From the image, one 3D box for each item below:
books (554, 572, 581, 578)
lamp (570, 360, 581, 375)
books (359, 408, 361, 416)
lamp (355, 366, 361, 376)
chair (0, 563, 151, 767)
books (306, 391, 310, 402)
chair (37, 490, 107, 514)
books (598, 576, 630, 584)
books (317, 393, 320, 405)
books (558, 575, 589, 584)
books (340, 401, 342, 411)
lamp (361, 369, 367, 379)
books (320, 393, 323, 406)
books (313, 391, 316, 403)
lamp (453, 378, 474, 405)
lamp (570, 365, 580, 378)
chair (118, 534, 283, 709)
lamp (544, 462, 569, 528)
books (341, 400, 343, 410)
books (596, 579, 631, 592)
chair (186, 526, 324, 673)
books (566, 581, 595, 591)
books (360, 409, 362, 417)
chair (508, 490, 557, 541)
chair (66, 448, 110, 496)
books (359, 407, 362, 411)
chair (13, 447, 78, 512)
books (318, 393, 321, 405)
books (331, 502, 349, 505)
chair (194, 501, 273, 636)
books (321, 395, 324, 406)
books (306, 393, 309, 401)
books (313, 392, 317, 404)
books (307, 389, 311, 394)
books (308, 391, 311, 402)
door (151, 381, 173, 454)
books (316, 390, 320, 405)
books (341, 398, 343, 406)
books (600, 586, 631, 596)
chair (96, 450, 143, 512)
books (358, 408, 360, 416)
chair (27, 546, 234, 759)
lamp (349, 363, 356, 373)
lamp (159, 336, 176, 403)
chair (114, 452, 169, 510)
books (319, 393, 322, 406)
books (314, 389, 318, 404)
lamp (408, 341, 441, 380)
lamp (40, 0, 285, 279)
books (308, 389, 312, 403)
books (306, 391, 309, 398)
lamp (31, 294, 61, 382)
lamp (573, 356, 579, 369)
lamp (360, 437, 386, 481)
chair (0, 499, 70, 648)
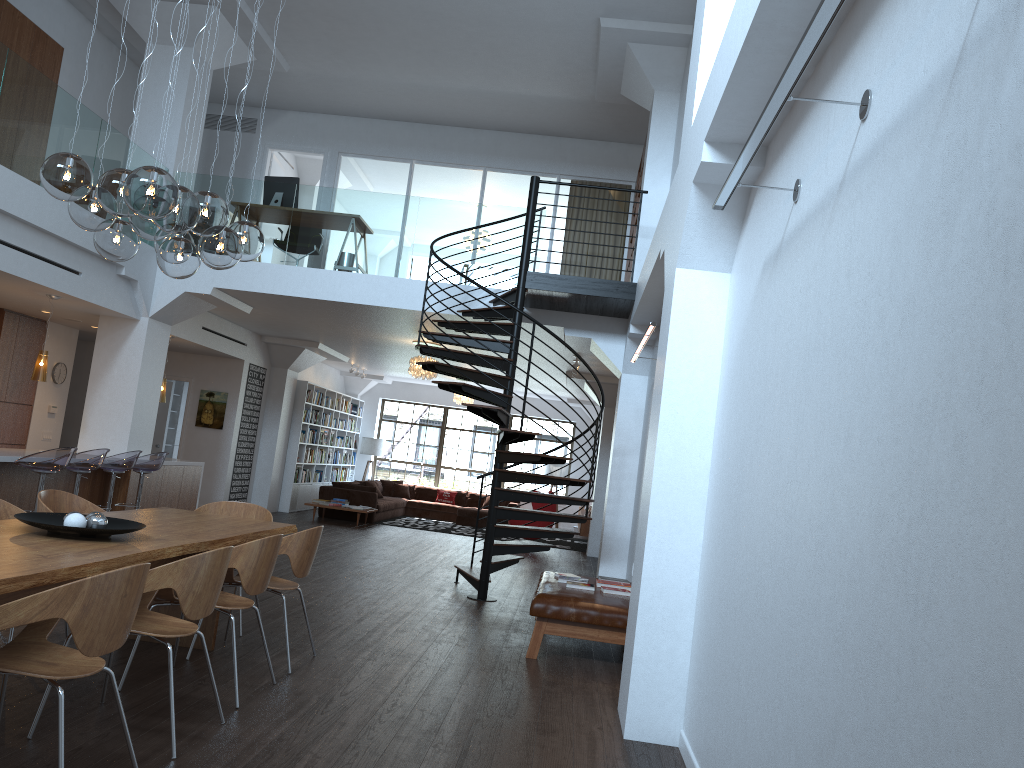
[{"bbox_3d":[0.478,1.662,7.672,0.161,0.031,0.223,9,-6,-18],"label":"books"},{"bbox_3d":[0.938,-0.243,13.021,0.120,0.211,0.111,11,-7,-36],"label":"lamp"},{"bbox_3d":[-3.590,0.652,20.597,0.136,0.196,0.045,7,-5,4],"label":"books"},{"bbox_3d":[-3.219,-0.262,18.517,0.120,0.211,0.111,11,-7,-36],"label":"lamp"},{"bbox_3d":[-1.663,1.018,3.134,0.618,0.833,0.629,7,-5,4],"label":"chair"},{"bbox_3d":[-3.864,0.230,16.529,0.161,0.218,0.101,7,-5,4],"label":"books"},{"bbox_3d":[-2.684,1.110,5.527,0.618,0.833,0.629,7,-5,3],"label":"chair"},{"bbox_3d":[0.883,1.709,7.681,0.254,0.044,0.183,7,-5,-1],"label":"books"},{"bbox_3d":[-3.818,0.280,17.152,0.159,0.248,0.089,7,-5,4],"label":"books"},{"bbox_3d":[0.507,1.630,7.351,0.247,0.040,0.185,7,-5,8],"label":"books"},{"bbox_3d":[-3.718,0.446,18.824,0.189,0.247,0.057,7,-5,5],"label":"books"},{"bbox_3d":[-3.185,-0.210,19.032,0.120,0.211,0.111,9,-6,-21],"label":"lamp"},{"bbox_3d":[-3.806,0.298,17.373,0.182,0.255,0.077,7,-5,4],"label":"books"},{"bbox_3d":[-3.843,0.250,16.880,0.170,0.251,0.118,7,-5,4],"label":"books"},{"bbox_3d":[-0.974,0.171,18.250,0.442,0.539,0.441,12,-7,-43],"label":"lamp"},{"bbox_3d":[0.972,-0.192,13.523,0.111,0.211,0.120,3,-7,38],"label":"lamp"},{"bbox_3d":[-1.568,1.172,4.667,0.618,0.833,0.629,7,-5,6],"label":"chair"},{"bbox_3d":[0.938,2.551,20.211,0.545,1.579,0.545,6,-5,15],"label":"lamp"},{"bbox_3d":[-3.713,0.463,18.964,0.159,0.241,0.038,7,-5,4],"label":"books"},{"bbox_3d":[0.844,1.673,7.365,0.283,0.043,0.197,7,-5,4],"label":"books"},{"bbox_3d":[-1.511,1.249,5.429,0.617,0.830,0.629,7,-5,4],"label":"chair"},{"bbox_3d":[0.547,1.612,7.083,0.224,0.032,0.161,7,-5,4],"label":"books"},{"bbox_3d":[-3.585,0.659,20.637,0.139,0.191,0.036,7,-5,4],"label":"books"},{"bbox_3d":[0.364,2.321,15.374,0.801,1.006,0.798,4,-6,30],"label":"chair"},{"bbox_3d":[-4.264,1.103,8.642,0.481,1.014,0.530,7,-5,2],"label":"chair"},{"bbox_3d":[-3.584,0.643,20.680,0.140,0.231,0.042,7,-5,4],"label":"books"},{"bbox_3d":[-4.278,1.043,8.012,0.481,1.014,0.530,7,-5,6],"label":"chair"},{"bbox_3d":[-3.813,0.282,17.184,0.182,0.253,0.098,7,-5,4],"label":"books"},{"bbox_3d":[-3.081,2.147,15.894,0.312,0.037,0.216,8,-5,-6],"label":"books"},{"bbox_3d":[-2.037,1.257,6.226,0.629,0.833,0.618,7,-5,-1],"label":"chair"},{"bbox_3d":[-3.811,0.314,17.441,0.167,0.233,0.077,7,-5,4],"label":"books"},{"bbox_3d":[-3.877,0.227,16.465,0.167,0.210,0.162,7,-5,4],"label":"books"},{"bbox_3d":[-3.837,0.260,16.932,0.174,0.242,0.105,7,-5,4],"label":"books"},{"bbox_3d":[-3.864,0.220,16.596,0.159,0.248,0.089,7,-5,4],"label":"books"},{"bbox_3d":[-3.859,0.231,16.563,0.161,0.222,0.084,7,-5,4],"label":"books"},{"bbox_3d":[-6.372,0.922,15.226,0.826,2.032,0.174,7,-5,4],"label":"door"},{"bbox_3d":[-3.834,0.251,17.084,0.197,0.290,0.136,7,-5,4],"label":"books"},{"bbox_3d":[-3.694,0.429,18.876,0.140,0.298,0.044,7,-5,4],"label":"books"},{"bbox_3d":[0.825,1.644,7.036,0.224,0.036,0.161,7,-5,-1],"label":"books"},{"bbox_3d":[-4.206,1.169,9.273,0.481,1.014,0.530,7,-5,2],"label":"chair"},{"bbox_3d":[-3.600,0.648,20.496,0.134,0.184,0.030,7,-5,4],"label":"books"},{"bbox_3d":[-1.599,1.098,3.907,0.618,0.833,0.629,7,-5,4],"label":"chair"},{"bbox_3d":[-3.253,-0.313,18.015,0.111,0.211,0.120,3,-7,38],"label":"lamp"},{"bbox_3d":[-4.670,-0.203,11.931,0.149,0.900,0.149,12,-7,-40],"label":"lamp"},{"bbox_3d":[-4.164,1.232,9.899,0.481,1.014,0.530,7,-5,6],"label":"chair"},{"bbox_3d":[-3.812,0.294,17.270,0.174,0.243,0.085,7,-5,4],"label":"books"},{"bbox_3d":[-3.834,0.244,17.022,0.176,0.293,0.125,7,-5,4],"label":"books"},{"bbox_3d":[-1.306,-0.336,13.225,0.442,0.539,0.441,12,-7,-43],"label":"lamp"},{"bbox_3d":[-1.792,-1.679,4.886,0.849,2.140,1.787,7,-5,3],"label":"lamp"},{"bbox_3d":[-3.859,0.223,16.639,0.170,0.251,0.118,7,-5,4],"label":"books"},{"bbox_3d":[-3.874,0.216,16.375,0.182,0.215,0.188,7,-5,4],"label":"books"},{"bbox_3d":[-3.878,-0.718,10.238,0.149,1.807,2.842,2,-7,44],"label":"lamp"},{"bbox_3d":[0.904,-0.295,12.506,0.120,0.211,0.111,9,-6,-21],"label":"lamp"},{"bbox_3d":[-3.325,2.050,20.647,0.545,1.579,0.545,8,-5,-7],"label":"lamp"},{"bbox_3d":[-2.752,1.030,4.754,0.618,0.833,0.629,7,-5,4],"label":"chair"}]
